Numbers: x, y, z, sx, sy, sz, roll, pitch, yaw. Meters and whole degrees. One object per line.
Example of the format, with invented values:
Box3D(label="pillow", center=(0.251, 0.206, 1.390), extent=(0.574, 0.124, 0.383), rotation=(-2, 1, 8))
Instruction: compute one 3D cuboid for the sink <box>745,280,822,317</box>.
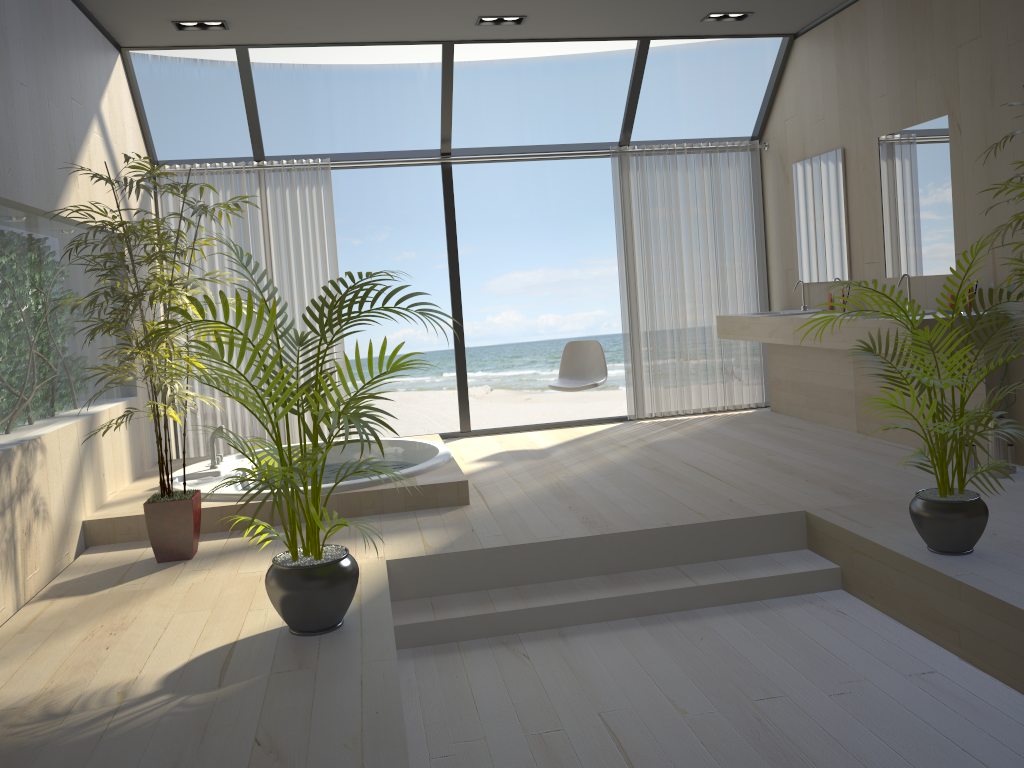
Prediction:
Box3D(label="sink", center=(1.892, -0.507, 6.176), extent=(0.504, 0.418, 0.575), rotation=(-4, 4, -6))

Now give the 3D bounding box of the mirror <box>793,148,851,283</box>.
Box3D(label="mirror", center=(2.145, -1.144, 6.152), extent=(0.023, 0.866, 0.655), rotation=(-4, 3, -10))

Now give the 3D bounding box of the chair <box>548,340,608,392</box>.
Box3D(label="chair", center=(0.472, -0.127, 6.316), extent=(0.368, 0.346, 0.456), rotation=(-3, 5, 19))

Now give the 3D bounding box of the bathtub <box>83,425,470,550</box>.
Box3D(label="bathtub", center=(-1.252, 0.562, 5.107), extent=(1.822, 0.696, 1.652), rotation=(-5, 5, -10))

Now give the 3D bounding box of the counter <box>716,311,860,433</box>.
Box3D(label="counter", center=(1.962, -0.102, 6.234), extent=(0.551, 0.788, 1.209), rotation=(-5, 5, -10))

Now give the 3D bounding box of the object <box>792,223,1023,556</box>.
Box3D(label="object", center=(1.497, 0.028, 3.186), extent=(0.915, 1.154, 0.754), rotation=(-2, 4, 24))

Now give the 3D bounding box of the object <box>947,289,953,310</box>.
Box3D(label="object", center=(2.318, -0.434, 4.678), extent=(0.039, 0.134, 0.039), rotation=(-2, 3, 32))

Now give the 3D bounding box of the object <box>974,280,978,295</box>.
Box3D(label="object", center=(2.394, -0.455, 4.593), extent=(0.054, 0.175, 0.012), rotation=(-3, 2, 16))

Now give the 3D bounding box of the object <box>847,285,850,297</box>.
Box3D(label="object", center=(2.185, -0.558, 5.781), extent=(0.054, 0.175, 0.012), rotation=(-3, 2, 16))

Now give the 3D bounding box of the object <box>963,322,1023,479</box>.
Box3D(label="object", center=(2.412, 0.071, 4.340), extent=(0.407, 0.747, 0.274), rotation=(-5, 3, -22))

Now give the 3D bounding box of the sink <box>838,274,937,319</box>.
Box3D(label="sink", center=(2.100, -0.404, 4.988), extent=(0.504, 0.418, 0.575), rotation=(-4, 4, -6))

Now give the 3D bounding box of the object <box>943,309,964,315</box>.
Box3D(label="object", center=(2.290, -0.376, 4.606), extent=(0.104, 0.029, 0.033), rotation=(-1, 5, 30))

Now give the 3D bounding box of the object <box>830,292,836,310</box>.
Box3D(label="object", center=(2.159, -0.551, 5.969), extent=(0.039, 0.134, 0.039), rotation=(-2, 3, 39))

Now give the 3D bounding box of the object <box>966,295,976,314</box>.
Box3D(label="object", center=(2.381, -0.413, 4.600), extent=(0.058, 0.100, 0.059), rotation=(-4, 3, 1))

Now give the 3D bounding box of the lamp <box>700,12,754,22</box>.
Box3D(label="lamp", center=(1.401, -2.449, 5.784), extent=(0.301, 0.112, 0.164), rotation=(-5, 5, -10))

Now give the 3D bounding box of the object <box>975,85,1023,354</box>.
Box3D(label="object", center=(2.205, -0.326, 3.342), extent=(0.786, 1.752, 0.939), rotation=(-3, 3, 15))

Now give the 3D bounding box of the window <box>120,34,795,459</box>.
Box3D(label="window", center=(-0.191, -0.994, 6.337), extent=(4.563, 2.807, 0.746), rotation=(-5, 3, -10))

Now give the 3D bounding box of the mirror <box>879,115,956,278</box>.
Box3D(label="mirror", center=(2.350, -1.058, 5.136), extent=(0.023, 0.866, 0.655), rotation=(-4, 3, -10))

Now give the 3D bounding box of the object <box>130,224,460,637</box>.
Box3D(label="object", center=(-0.642, 0.118, 2.901), extent=(1.067, 1.342, 0.874), rotation=(-5, 4, -21))

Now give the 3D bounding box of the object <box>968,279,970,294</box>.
Box3D(label="object", center=(2.364, -0.452, 4.572), extent=(0.012, 0.177, 0.050), rotation=(-3, 3, 30))

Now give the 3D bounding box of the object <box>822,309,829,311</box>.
Box3D(label="object", center=(2.082, -0.479, 5.794), extent=(0.104, 0.029, 0.033), rotation=(-1, 5, 30))

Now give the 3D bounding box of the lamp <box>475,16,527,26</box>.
Box3D(label="lamp", center=(-0.073, -2.321, 5.528), extent=(0.301, 0.112, 0.164), rotation=(-5, 5, -10))

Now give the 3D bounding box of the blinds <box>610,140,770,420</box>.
Box3D(label="blinds", center=(1.390, -0.809, 6.816), extent=(1.183, 2.065, 0.084), rotation=(-5, 2, -10))

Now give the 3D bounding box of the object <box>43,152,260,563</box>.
Box3D(label="object", center=(-1.582, -0.108, 3.829), extent=(0.786, 1.752, 0.939), rotation=(-3, 3, 15))

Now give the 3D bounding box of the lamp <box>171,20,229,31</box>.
Box3D(label="lamp", center=(-1.840, -2.166, 5.222), extent=(0.301, 0.112, 0.164), rotation=(-5, 5, -10))

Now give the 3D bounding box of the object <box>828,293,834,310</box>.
Box3D(label="object", center=(2.110, -0.537, 5.866), extent=(0.039, 0.134, 0.039), rotation=(-2, 3, 39))

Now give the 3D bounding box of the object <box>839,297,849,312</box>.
Box3D(label="object", center=(2.173, -0.516, 5.787), extent=(0.058, 0.100, 0.058), rotation=(-4, 3, -3))

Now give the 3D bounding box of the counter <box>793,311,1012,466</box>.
Box3D(label="counter", center=(2.170, 0.001, 5.046), extent=(0.551, 0.788, 1.209), rotation=(-5, 5, -10))

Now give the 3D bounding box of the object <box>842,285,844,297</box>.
Box3D(label="object", center=(2.156, -0.555, 5.760), extent=(0.012, 0.177, 0.050), rotation=(-3, 3, 30))

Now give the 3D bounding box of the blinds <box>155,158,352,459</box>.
Box3D(label="blinds", center=(-1.808, -0.530, 6.261), extent=(1.183, 2.065, 0.084), rotation=(-5, 2, -10))
